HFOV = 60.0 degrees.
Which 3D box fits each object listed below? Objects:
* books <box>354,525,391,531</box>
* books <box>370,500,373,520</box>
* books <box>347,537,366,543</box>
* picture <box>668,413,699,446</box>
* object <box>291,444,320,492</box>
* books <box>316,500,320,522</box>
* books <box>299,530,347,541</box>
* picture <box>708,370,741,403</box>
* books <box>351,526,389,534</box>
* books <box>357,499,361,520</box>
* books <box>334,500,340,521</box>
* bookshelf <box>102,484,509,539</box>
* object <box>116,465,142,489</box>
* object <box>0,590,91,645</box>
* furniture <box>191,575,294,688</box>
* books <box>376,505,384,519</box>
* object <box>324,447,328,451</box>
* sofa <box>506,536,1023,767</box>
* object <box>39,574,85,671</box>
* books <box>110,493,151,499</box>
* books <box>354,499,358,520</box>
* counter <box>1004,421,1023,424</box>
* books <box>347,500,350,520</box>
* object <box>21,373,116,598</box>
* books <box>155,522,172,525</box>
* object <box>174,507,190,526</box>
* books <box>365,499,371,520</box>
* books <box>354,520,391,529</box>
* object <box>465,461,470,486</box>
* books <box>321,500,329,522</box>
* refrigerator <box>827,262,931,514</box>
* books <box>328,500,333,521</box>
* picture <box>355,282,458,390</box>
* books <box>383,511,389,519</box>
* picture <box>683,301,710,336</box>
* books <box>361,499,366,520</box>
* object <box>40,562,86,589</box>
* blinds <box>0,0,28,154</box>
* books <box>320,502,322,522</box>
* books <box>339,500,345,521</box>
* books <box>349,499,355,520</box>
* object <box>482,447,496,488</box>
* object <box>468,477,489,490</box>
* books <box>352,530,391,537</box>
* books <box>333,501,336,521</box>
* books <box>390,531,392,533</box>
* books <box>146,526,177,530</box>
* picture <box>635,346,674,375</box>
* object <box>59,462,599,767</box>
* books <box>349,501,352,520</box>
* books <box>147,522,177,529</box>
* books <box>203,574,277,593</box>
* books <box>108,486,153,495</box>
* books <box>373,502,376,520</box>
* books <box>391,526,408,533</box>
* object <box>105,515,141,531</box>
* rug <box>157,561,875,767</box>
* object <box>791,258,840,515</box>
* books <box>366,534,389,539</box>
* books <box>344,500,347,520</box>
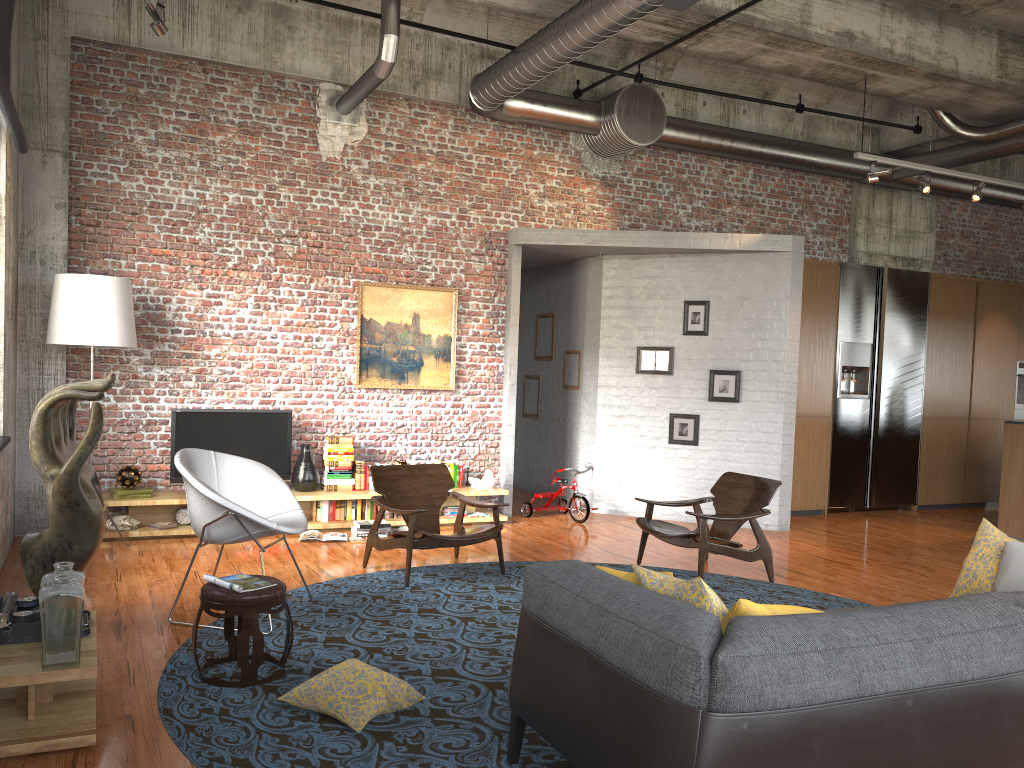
[{"bbox_3d":[-1.313,1.342,8.331,0.320,0.028,0.262,2,1,-15],"label":"books"},{"bbox_3d":[-1.414,1.226,8.789,0.030,0.220,0.158,1,2,-25],"label":"books"},{"bbox_3d":[-1.419,1.419,8.070,0.133,0.012,0.189,2,1,-28],"label":"books"},{"bbox_3d":[1.892,0.500,9.765,0.329,0.341,0.015,3,3,24],"label":"picture"},{"bbox_3d":[-2.008,0.813,8.636,0.268,0.456,0.267,2,2,5],"label":"object"},{"bbox_3d":[-1.881,1.213,8.559,0.022,0.217,0.138,1,2,-25],"label":"books"},{"bbox_3d":[-1.711,1.377,8.051,0.422,0.049,0.300,2,1,-11],"label":"books"},{"bbox_3d":[2.291,0.022,9.556,0.329,0.341,0.015,3,3,24],"label":"picture"},{"bbox_3d":[-1.338,1.369,8.359,0.299,0.028,0.236,2,1,-27],"label":"books"},{"bbox_3d":[-1.522,1.223,8.733,0.030,0.220,0.158,1,2,-25],"label":"books"},{"bbox_3d":[-1.718,1.223,8.641,0.039,0.208,0.151,1,2,-25],"label":"books"},{"bbox_3d":[-1.894,1.225,8.622,3.845,0.359,0.547,2,1,-25],"label":"bookshelf"},{"bbox_3d":[-3.395,0.824,7.856,0.215,0.208,0.216,1,2,-36],"label":"object"},{"bbox_3d":[-2.096,1.027,3.967,0.382,0.153,0.423,2,1,-25],"label":"object"},{"bbox_3d":[-1.368,1.238,4.510,0.431,0.478,0.431,3,2,20],"label":"furniture"},{"bbox_3d":[-1.337,1.212,8.824,0.088,0.256,0.152,1,2,-25],"label":"books"},{"bbox_3d":[-1.713,0.641,8.742,0.249,0.031,0.178,2,1,-25],"label":"object"},{"bbox_3d":[1.584,1.179,3.608,3.004,0.862,1.360,2,1,-24],"label":"sofa"},{"bbox_3d":[-1.797,0.943,3.535,0.163,0.362,0.162,1,3,-27],"label":"object"},{"bbox_3d":[-3.385,0.982,7.860,0.302,0.037,0.242,2,1,-33],"label":"books"},{"bbox_3d":[-1.557,1.222,8.738,0.030,0.220,0.158,1,2,-25],"label":"books"},{"bbox_3d":[7.519,0.558,9.897,4.363,0.174,1.243,2,1,-25],"label":"counter"},{"bbox_3d":[-1.623,1.233,8.683,0.023,0.194,0.139,1,2,-25],"label":"books"},{"bbox_3d":[-2.516,0.583,5.028,0.456,1.298,0.726,2,2,-14],"label":"object"},{"bbox_3d":[-3.108,1.242,7.907,0.114,0.016,0.113,2,1,-1],"label":"books"},{"bbox_3d":[-2.986,1.205,8.069,0.169,0.172,0.068,1,3,-24],"label":"object"},{"bbox_3d":[-1.443,1.231,8.769,0.039,0.208,0.151,1,2,-25],"label":"books"},{"bbox_3d":[-1.311,1.313,8.301,0.296,0.035,0.236,2,1,-23],"label":"books"},{"bbox_3d":[-0.471,0.952,9.486,0.057,0.273,0.057,3,3,24],"label":"object"},{"bbox_3d":[-1.828,1.200,8.597,0.057,0.247,0.171,1,2,-25],"label":"books"},{"bbox_3d":[4.299,0.083,11.430,1.517,3.055,1.209,1,3,-25],"label":"refrigerator"},{"bbox_3d":[-1.779,1.199,8.616,0.046,0.252,0.152,1,2,-25],"label":"books"},{"bbox_3d":[-1.082,-0.482,9.189,1.065,1.066,0.040,1,3,-25],"label":"picture"},{"bbox_3d":[-1.272,1.231,8.879,0.049,0.215,0.149,1,2,-25],"label":"books"},{"bbox_3d":[2.011,-0.720,9.680,0.278,0.381,0.015,3,3,23],"label":"picture"},{"bbox_3d":[-1.492,1.221,8.767,0.052,0.226,0.156,1,2,-25],"label":"books"},{"bbox_3d":[-1.896,0.937,3.744,0.163,0.362,0.163,1,3,-23],"label":"object"},{"bbox_3d":[-3.032,-2.370,5.303,0.150,1.466,2.440,1,2,-25],"label":"blinds"},{"bbox_3d":[-1.863,1.226,8.572,0.023,0.194,0.139,1,2,-25],"label":"books"},{"bbox_3d":[-1.679,1.221,8.663,0.049,0.214,0.148,1,2,-25],"label":"books"},{"bbox_3d":[-1.580,1.231,8.714,0.032,0.201,0.145,1,2,-25],"label":"books"},{"bbox_3d":[-0.244,0.875,9.378,0.197,0.446,0.233,0,3,-38],"label":"object"},{"bbox_3d":[-0.347,1.041,9.219,0.251,0.123,0.123,3,2,20],"label":"object"},{"bbox_3d":[-1.334,1.403,8.372,0.320,0.040,0.236,2,1,-23],"label":"books"},{"bbox_3d":[-1.748,1.229,8.632,0.023,0.194,0.139,1,2,-25],"label":"books"},{"bbox_3d":[-1.011,1.408,8.469,0.307,0.017,0.231,2,1,-27],"label":"books"},{"bbox_3d":[-3.129,1.278,7.908,0.162,0.020,0.211,3,1,32],"label":"books"},{"bbox_3d":[1.586,-0.262,9.870,0.426,0.316,0.015,3,3,24],"label":"picture"},{"bbox_3d":[6.909,1.420,8.349,20.836,0.658,8.757,2,1,-25],"label":"object"},{"bbox_3d":[-1.603,1.234,8.695,0.023,0.194,0.139,1,2,-25],"label":"books"},{"bbox_3d":[-3.120,1.259,7.906,0.210,0.021,0.166,3,1,40],"label":"books"},{"bbox_3d":[-1.369,0.987,4.457,0.300,0.043,0.229,3,1,39],"label":"books"},{"bbox_3d":[-3.384,0.945,7.859,0.243,0.037,0.302,3,1,44],"label":"books"},{"bbox_3d":[-1.383,1.227,8.793,0.030,0.220,0.158,1,2,-25],"label":"books"},{"bbox_3d":[-1.011,1.392,8.477,0.311,0.014,0.250,2,1,-19],"label":"books"},{"bbox_3d":[-3.404,1.211,7.765,0.274,0.133,0.182,2,1,-17],"label":"object"},{"bbox_3d":[0.580,1.543,5.072,4.843,0.009,4.843,2,1,21],"label":"rug"},{"bbox_3d":[3.254,0.046,10.801,0.911,3.049,0.858,1,3,-25],"label":"object"},{"bbox_3d":[-1.211,1.392,8.036,0.133,0.022,0.189,3,1,26],"label":"books"},{"bbox_3d":[-1.646,1.220,8.679,0.022,0.217,0.138,1,2,-25],"label":"books"}]
